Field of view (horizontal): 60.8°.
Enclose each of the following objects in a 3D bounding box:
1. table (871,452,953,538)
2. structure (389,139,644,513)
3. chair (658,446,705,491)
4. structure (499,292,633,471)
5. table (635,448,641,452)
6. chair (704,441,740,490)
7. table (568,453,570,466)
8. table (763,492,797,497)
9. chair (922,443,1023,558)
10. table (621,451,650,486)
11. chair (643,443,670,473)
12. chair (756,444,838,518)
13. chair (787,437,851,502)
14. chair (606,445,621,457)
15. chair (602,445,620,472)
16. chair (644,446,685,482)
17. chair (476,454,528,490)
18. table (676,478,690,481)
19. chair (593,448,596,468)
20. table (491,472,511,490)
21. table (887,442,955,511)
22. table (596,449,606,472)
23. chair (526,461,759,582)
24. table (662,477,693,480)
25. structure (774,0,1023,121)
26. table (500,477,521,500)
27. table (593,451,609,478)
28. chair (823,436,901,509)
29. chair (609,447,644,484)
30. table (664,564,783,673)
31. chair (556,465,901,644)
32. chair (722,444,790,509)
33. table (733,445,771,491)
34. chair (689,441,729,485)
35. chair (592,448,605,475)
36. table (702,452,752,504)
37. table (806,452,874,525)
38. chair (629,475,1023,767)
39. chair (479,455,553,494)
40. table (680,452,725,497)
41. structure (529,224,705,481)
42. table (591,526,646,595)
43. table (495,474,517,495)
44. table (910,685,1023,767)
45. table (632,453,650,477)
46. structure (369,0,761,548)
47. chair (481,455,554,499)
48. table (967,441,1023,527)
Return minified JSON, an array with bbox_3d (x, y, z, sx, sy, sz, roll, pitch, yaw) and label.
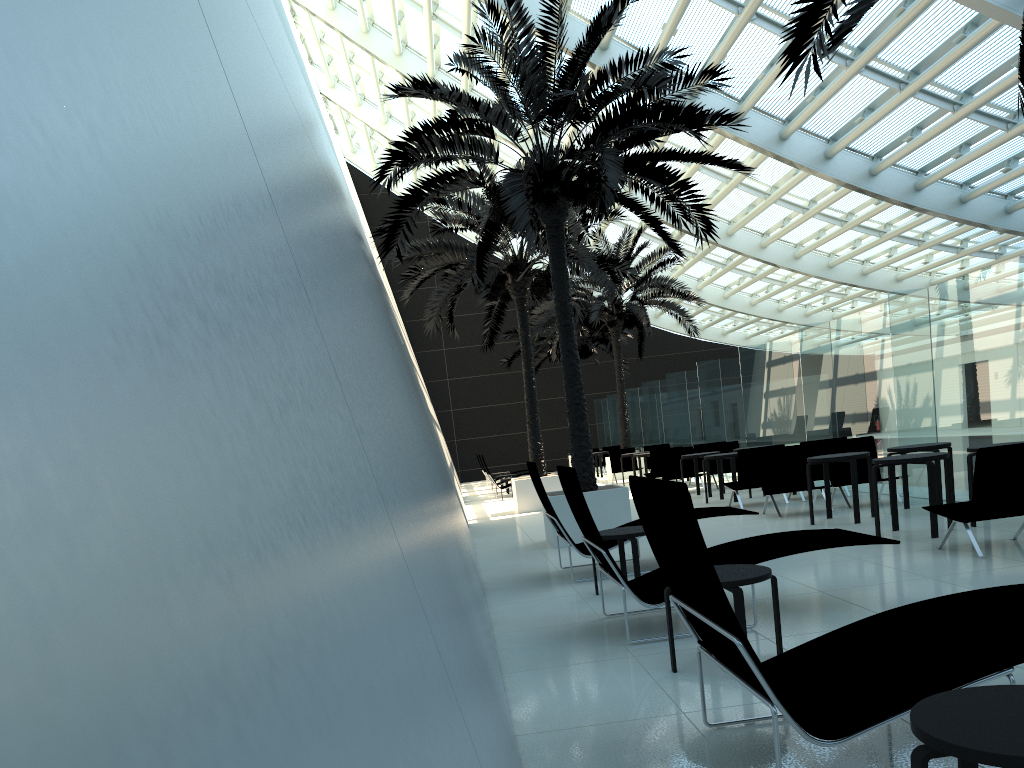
[{"bbox_3d":[3.928,1.093,8.547,0.685,0.787,0.669,-5,3,39],"label":"table"},{"bbox_3d":[0.091,-0.940,16.953,4.318,6.952,4.557,-5,4,30],"label":"structure"},{"bbox_3d":[3.362,1.693,17.099,0.715,0.895,0.882,-7,1,-4],"label":"chair"},{"bbox_3d":[2.392,-0.191,32.684,4.412,7.078,4.815,-8,4,-25],"label":"structure"},{"bbox_3d":[3.652,2.407,27.121,0.685,0.787,0.669,-5,3,35],"label":"table"},{"bbox_3d":[4.286,1.587,17.148,0.715,0.895,0.882,-7,1,-4],"label":"chair"},{"bbox_3d":[2.401,2.839,31.243,0.684,0.787,0.669,-5,3,44],"label":"table"},{"bbox_3d":[4.499,1.429,14.389,0.685,0.787,0.669,-5,3,39],"label":"table"},{"bbox_3d":[4.031,0.943,7.367,0.715,0.895,0.882,-7,1,-4],"label":"chair"},{"bbox_3d":[3.072,2.081,21.407,0.685,0.787,0.669,-5,3,35],"label":"table"},{"bbox_3d":[3.910,2.016,22.727,0.715,0.895,0.882,-7,1,-4],"label":"chair"},{"bbox_3d":[3.742,1.259,11.447,0.715,0.895,0.882,-7,1,-4],"label":"chair"},{"bbox_3d":[4.565,1.282,13.206,0.715,0.895,0.882,-7,1,-4],"label":"chair"},{"bbox_3d":[3.528,2.454,28.415,0.715,0.895,0.882,-7,1,-4],"label":"chair"},{"bbox_3d":[3.428,2.582,30.112,0.715,0.895,0.882,-7,1,-4],"label":"chair"},{"bbox_3d":[3.262,1.822,18.795,0.715,0.895,0.882,-7,1,-4],"label":"chair"},{"bbox_3d":[-0.057,2.701,27.907,2.034,1.168,0.916,-7,3,-3],"label":"chair"},{"bbox_3d":[4.120,1.862,20.028,0.685,0.787,0.669,-5,3,39],"label":"table"},{"bbox_3d":[2.504,2.688,30.063,0.715,0.895,0.882,-7,1,-4],"label":"chair"},{"bbox_3d":[-0.320,2.981,26.762,0.558,0.521,0.546,-6,1,39],"label":"table"},{"bbox_3d":[4.789,1.107,10.215,0.685,0.787,0.669,-5,3,35],"label":"table"},{"bbox_3d":[3.362,2.729,31.295,0.684,0.787,0.669,-5,3,44],"label":"table"},{"bbox_3d":[1.248,1.208,8.501,2.034,1.168,0.916,-7,3,-3],"label":"chair"},{"bbox_3d":[4.033,1.971,21.458,0.685,0.787,0.669,-5,3,35],"label":"table"},{"bbox_3d":[4.206,-2.285,5.414,4.845,7.080,4.381,-6,4,15],"label":"structure"},{"bbox_3d":[0.031,2.580,21.541,0.558,0.521,0.545,-6,1,35],"label":"table"},{"bbox_3d":[2.691,2.517,27.070,0.685,0.787,0.669,-5,3,35],"label":"table"},{"bbox_3d":[4.666,1.153,11.497,0.715,0.895,0.882,-7,1,-4],"label":"chair"},{"bbox_3d":[2.986,2.122,22.678,0.715,0.895,0.882,-7,1,-4],"label":"chair"},{"bbox_3d":[1.158,1.291,4.785,0.558,0.521,0.546,-6,1,39],"label":"table"},{"bbox_3d":[1.421,1.011,5.931,2.034,1.168,0.916,-7,3,-3],"label":"chair"},{"bbox_3d":[3.641,1.388,13.157,0.715,0.895,0.882,-7,1,-4],"label":"chair"},{"bbox_3d":[4.410,1.540,15.854,0.685,0.787,0.669,-5,3,35],"label":"table"},{"bbox_3d":[4.186,1.716,18.845,0.715,0.895,0.882,-7,1,-4],"label":"chair"},{"bbox_3d":[2.604,2.559,28.365,0.715,0.895,0.882,-7,1,-4],"label":"chair"},{"bbox_3d":[3.538,1.539,14.337,0.685,0.787,0.669,-5,3,39],"label":"table"},{"bbox_3d":[3.828,1.217,10.164,0.685,0.787,0.669,-5,3,35],"label":"table"},{"bbox_3d":[1.594,0.813,3.360,2.034,1.168,0.916,-7,3,-3],"label":"chair"},{"bbox_3d":[0.121,2.497,25.257,2.034,1.168,0.916,-7,3,-3],"label":"chair"},{"bbox_3d":[3.449,1.650,15.803,0.685,0.787,0.669,-5,3,35],"label":"table"},{"bbox_3d":[2.914,-0.814,24.544,4.804,7.080,4.419,-7,4,-10],"label":"structure"},{"bbox_3d":[0.985,1.489,7.356,0.558,0.521,0.546,-6,1,39],"label":"table"},{"bbox_3d":[-0.142,2.777,24.111,0.558,0.521,0.546,-6,1,39],"label":"table"},{"bbox_3d":[1.331,1.093,2.215,0.558,0.521,0.546,-6,1,39],"label":"table"},{"bbox_3d":[3.159,1.972,19.976,0.685,0.787,0.669,-5,3,39],"label":"table"},{"bbox_3d":[0.702,-1.394,10.971,4.595,6.891,4.282,-8,4,-25],"label":"structure"},{"bbox_3d":[0.294,2.299,22.686,2.034,1.168,0.916,-7,3,-3],"label":"chair"},{"bbox_3d":[4.889,0.983,8.599,0.685,0.787,0.669,-5,3,39],"label":"table"}]
